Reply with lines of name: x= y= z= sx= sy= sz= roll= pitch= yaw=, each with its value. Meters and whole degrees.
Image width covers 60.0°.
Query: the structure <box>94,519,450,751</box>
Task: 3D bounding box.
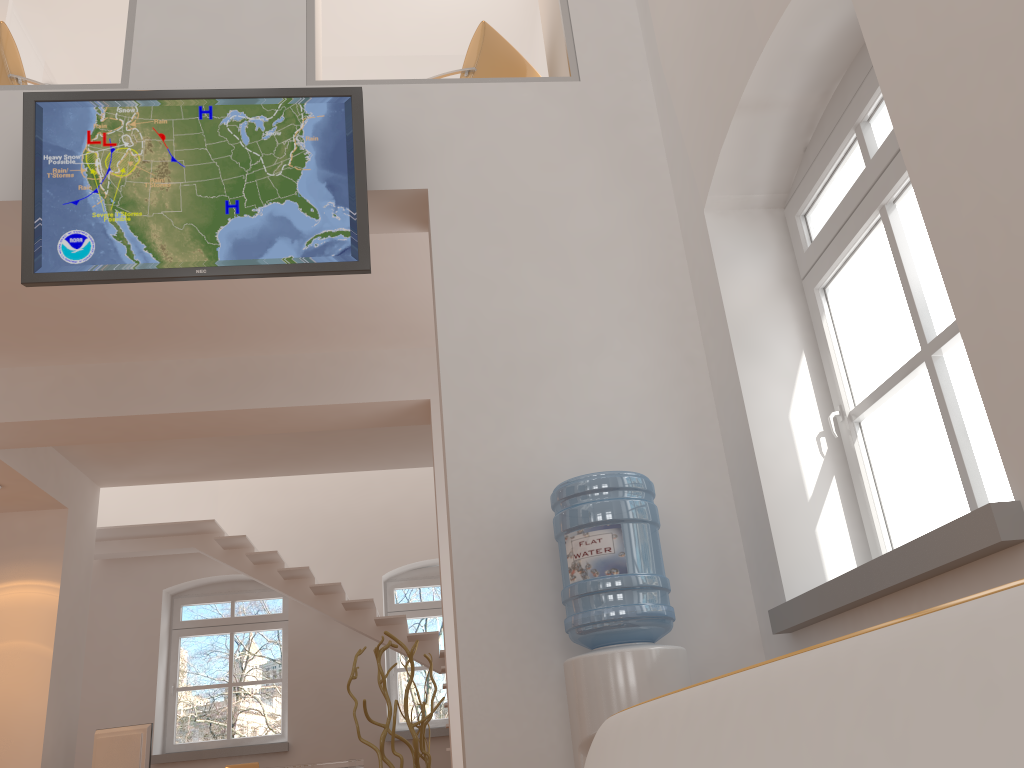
structure: x=-1.798 y=2.411 z=7.529 sx=4.630 sy=3.042 sz=3.450 roll=-3 pitch=-23 yaw=-6

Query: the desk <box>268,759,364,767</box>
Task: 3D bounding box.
desk: x=-2.367 y=3.538 z=7.126 sx=2.239 sy=0.750 sz=1.092 roll=1 pitch=-24 yaw=-15

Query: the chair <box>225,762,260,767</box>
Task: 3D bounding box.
chair: x=-2.539 y=3.879 z=8.002 sx=0.495 sy=0.829 sz=0.464 roll=-9 pitch=-23 yaw=7

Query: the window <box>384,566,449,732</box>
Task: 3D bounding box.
window: x=-0.722 y=2.853 z=9.701 sx=1.308 sy=1.737 sz=0.142 roll=-3 pitch=-23 yaw=-6

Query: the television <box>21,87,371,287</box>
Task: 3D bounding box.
television: x=-1.311 y=-0.838 z=3.716 sx=1.388 sy=0.803 sz=0.266 roll=-3 pitch=-23 yaw=-6

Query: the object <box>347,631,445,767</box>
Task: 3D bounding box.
object: x=-0.358 y=1.476 z=3.256 sx=0.284 sy=1.112 sz=0.655 roll=-11 pitch=-24 yaw=13

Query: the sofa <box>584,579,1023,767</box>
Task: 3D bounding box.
sofa: x=0.001 y=0.436 z=0.347 sx=0.825 sy=0.661 sz=2.010 roll=-2 pitch=-23 yaw=-8

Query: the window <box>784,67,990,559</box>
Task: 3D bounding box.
window: x=1.264 y=-0.248 z=2.793 sx=0.142 sy=1.627 sz=1.302 roll=-3 pitch=-23 yaw=-6

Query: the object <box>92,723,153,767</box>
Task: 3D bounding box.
object: x=-3.145 y=2.945 z=7.048 sx=0.516 sy=0.418 sz=0.245 roll=-15 pitch=-25 yaw=21

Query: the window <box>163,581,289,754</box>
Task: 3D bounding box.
window: x=-2.999 y=2.974 z=9.450 sx=1.308 sy=1.737 sz=0.142 roll=-3 pitch=-23 yaw=-6

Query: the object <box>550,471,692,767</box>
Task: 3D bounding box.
object: x=0.391 y=1.048 z=2.918 sx=0.436 sy=1.490 sz=0.436 roll=3 pitch=-25 yaw=-20
